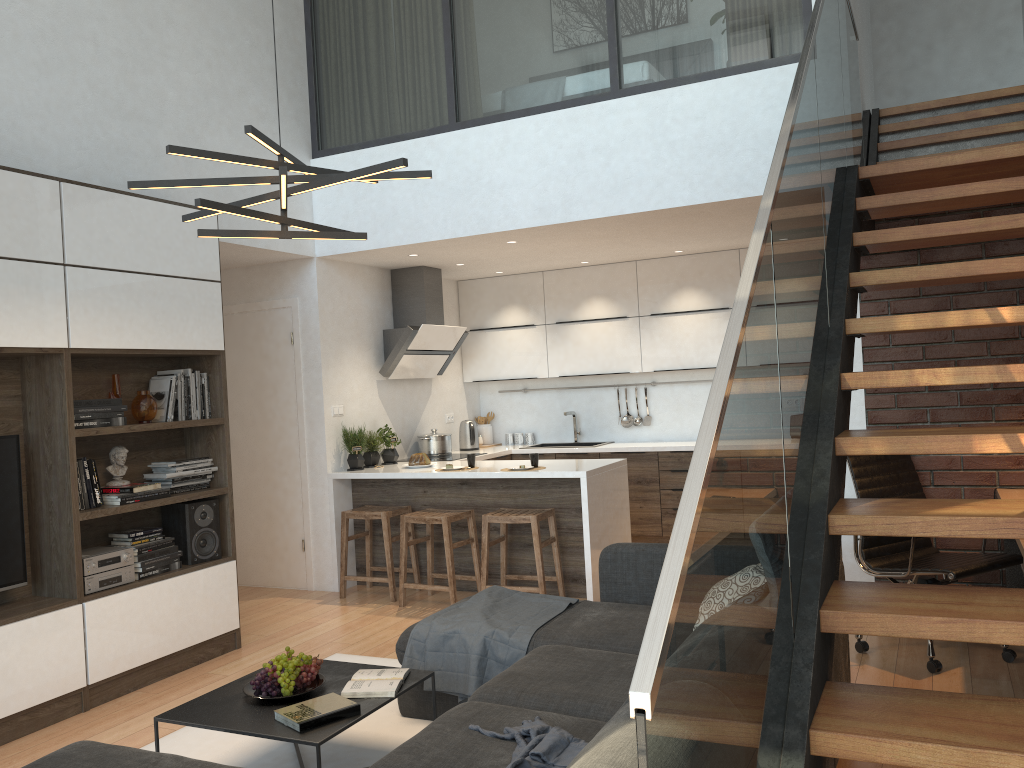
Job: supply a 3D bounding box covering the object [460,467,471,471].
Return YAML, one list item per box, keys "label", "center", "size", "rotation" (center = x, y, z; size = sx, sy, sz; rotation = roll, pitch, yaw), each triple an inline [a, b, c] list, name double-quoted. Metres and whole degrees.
- label: "object"
  center: [-0.316, 0.577, 6.029]
  size: [0.025, 0.011, 0.126]
  rotation: [-3, 0, 30]

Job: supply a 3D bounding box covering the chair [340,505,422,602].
- label: "chair"
  center: [-0.930, 1.169, 6.192]
  size: [0.450, 0.600, 0.350]
  rotation: [-3, 0, 26]

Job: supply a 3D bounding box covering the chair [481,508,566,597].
- label: "chair"
  center: [0.059, 1.114, 5.667]
  size: [0.450, 0.600, 0.350]
  rotation: [-3, 0, 23]

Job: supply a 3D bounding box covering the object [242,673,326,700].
- label: "object"
  center: [-0.827, 1.104, 3.228]
  size: [0.295, 0.026, 0.295]
  rotation: [-3, 0, 19]

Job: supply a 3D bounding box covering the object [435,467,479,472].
- label: "object"
  center: [-0.379, 0.587, 6.119]
  size: [0.305, 0.002, 0.305]
  rotation: [-3, 0, -5]

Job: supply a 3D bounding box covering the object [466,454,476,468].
- label: "object"
  center: [-0.282, 0.534, 6.145]
  size: [0.066, 0.093, 0.066]
  rotation: [-3, 0, -29]

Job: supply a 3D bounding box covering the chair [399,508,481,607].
- label: "chair"
  center: [-0.474, 1.144, 5.836]
  size: [0.450, 0.600, 0.350]
  rotation: [-3, 0, 31]

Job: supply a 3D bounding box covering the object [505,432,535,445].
- label: "object"
  center: [0.071, 0.511, 8.267]
  size: [0.297, 0.105, 0.112]
  rotation: [-3, 0, 27]

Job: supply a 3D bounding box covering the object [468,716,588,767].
- label: "object"
  center: [0.071, 0.996, 2.194]
  size: [0.411, 0.118, 0.905]
  rotation: [-3, 0, 2]

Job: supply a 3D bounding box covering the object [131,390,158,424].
- label: "object"
  center: [-1.941, 0.121, 4.682]
  size: [0.130, 0.171, 0.130]
  rotation: [-3, 0, -25]

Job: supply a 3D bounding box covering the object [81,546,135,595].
- label: "object"
  center: [-2.059, 0.914, 4.356]
  size: [0.270, 0.174, 0.285]
  rotation: [-3, 0, 26]

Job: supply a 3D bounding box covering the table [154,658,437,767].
- label: "table"
  center: [-0.751, 1.275, 3.196]
  size: [0.700, 0.323, 0.700]
  rotation: [-3, 0, 26]

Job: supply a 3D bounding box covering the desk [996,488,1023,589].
- label: "desk"
  center: [2.281, 0.916, 3.416]
  size: [0.610, 0.750, 2.182]
  rotation: [-3, 0, 26]

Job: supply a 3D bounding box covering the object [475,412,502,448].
- label: "object"
  center: [-0.271, 0.424, 8.295]
  size: [0.221, 0.316, 0.330]
  rotation: [-3, 0, 26]

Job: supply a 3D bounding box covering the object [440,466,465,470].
- label: "object"
  center: [-0.408, 0.580, 6.091]
  size: [0.176, 0.014, 0.176]
  rotation: [-3, 0, 16]

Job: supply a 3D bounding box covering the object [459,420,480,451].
- label: "object"
  center: [-0.390, 0.454, 7.882]
  size: [0.179, 0.270, 0.220]
  rotation: [-3, 0, 13]

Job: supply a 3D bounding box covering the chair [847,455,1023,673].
- label: "chair"
  center: [2.053, 0.806, 4.349]
  size: [0.651, 0.991, 0.700]
  rotation: [-3, 0, -30]

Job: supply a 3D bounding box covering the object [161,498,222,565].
- label: "object"
  center: [-1.787, 0.819, 4.958]
  size: [0.244, 0.331, 0.214]
  rotation: [-3, 0, 36]

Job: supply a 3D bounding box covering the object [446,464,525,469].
- label: "object"
  center: [-0.184, 0.553, 5.952]
  size: [0.597, 0.039, 0.064]
  rotation: [-3, 0, 22]

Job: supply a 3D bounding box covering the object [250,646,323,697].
- label: "object"
  center: [-0.834, 1.034, 3.237]
  size: [0.256, 0.173, 0.279]
  rotation: [-3, 0, 23]

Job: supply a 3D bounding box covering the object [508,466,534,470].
- label: "object"
  center: [0.058, 0.554, 5.827]
  size: [0.176, 0.014, 0.176]
  rotation: [-3, 0, 30]

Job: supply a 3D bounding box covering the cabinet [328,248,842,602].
- label: "cabinet"
  center: [0.752, 0.175, 6.675]
  size: [3.495, 2.401, 2.401]
  rotation: [-3, 0, 26]

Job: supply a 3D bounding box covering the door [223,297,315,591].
- label: "door"
  center: [-1.926, 0.463, 6.635]
  size: [0.974, 2.136, 0.085]
  rotation: [-3, 0, 26]

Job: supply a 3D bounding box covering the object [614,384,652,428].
- label: "object"
  center: [1.065, 0.190, 7.815]
  size: [0.320, 0.389, 0.069]
  rotation: [-3, 0, 27]

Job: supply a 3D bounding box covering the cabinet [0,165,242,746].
- label: "cabinet"
  center: [-2.617, 0.312, 3.295]
  size: [0.338, 2.494, 4.036]
  rotation: [-3, 0, 26]

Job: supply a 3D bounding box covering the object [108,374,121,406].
- label: "object"
  center: [-2.071, 0.082, 4.617]
  size: [0.082, 0.265, 0.081]
  rotation: [-3, 0, -43]

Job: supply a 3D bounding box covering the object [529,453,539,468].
- label: "object"
  center: [0.150, 0.510, 5.903]
  size: [0.066, 0.093, 0.066]
  rotation: [-3, 0, -1]

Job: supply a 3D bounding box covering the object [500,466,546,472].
- label: "object"
  center: [0.074, 0.562, 5.867]
  size: [0.304, 0.002, 0.304]
  rotation: [-3, 0, -32]

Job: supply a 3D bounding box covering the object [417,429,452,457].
- label: "object"
  center: [-0.644, 0.485, 7.394]
  size: [0.315, 0.223, 0.288]
  rotation: [-3, 0, -23]

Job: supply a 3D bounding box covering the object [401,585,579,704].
- label: "object"
  center: [-0.058, 1.127, 3.821]
  size: [0.548, 0.369, 0.685]
  rotation: [-3, 0, 33]

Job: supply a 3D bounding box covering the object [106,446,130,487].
- label: "object"
  center: [-2.059, 0.425, 4.624]
  size: [0.117, 0.207, 0.116]
  rotation: [-3, 0, -24]

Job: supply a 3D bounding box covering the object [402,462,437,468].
- label: "object"
  center: [-0.671, 0.593, 6.453]
  size: [0.261, 0.021, 0.261]
  rotation: [-3, 0, 20]
